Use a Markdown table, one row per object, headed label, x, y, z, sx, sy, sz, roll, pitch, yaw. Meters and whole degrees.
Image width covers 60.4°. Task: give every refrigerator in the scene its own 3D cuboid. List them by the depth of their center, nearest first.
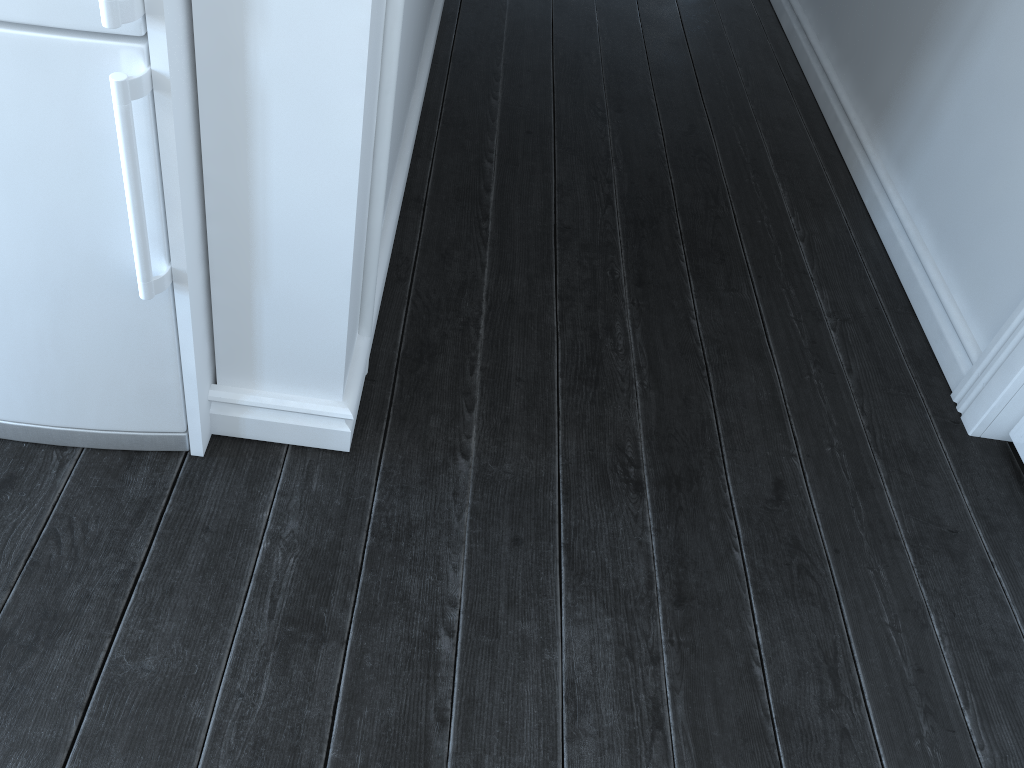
| label | x | y | z | sx | sy | sz | roll | pitch | yaw |
| --- | --- | --- | --- | --- | --- | --- | --- | --- | --- |
| refrigerator | -0.701 | -0.730 | 1.206 | 0.575 | 1.699 | 0.723 | 9 | 44 | -6 |

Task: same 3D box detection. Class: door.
| label | x | y | z | sx | sy | sz | roll | pitch | yaw |
| --- | --- | --- | --- | --- | --- | --- | --- | --- | --- |
| door | 1.287 | -0.403 | 0.886 | 0.116 | 2.335 | 1.105 | 9 | 44 | -6 |

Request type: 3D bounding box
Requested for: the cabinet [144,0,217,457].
| label | x | y | z | sx | sy | sz | roll | pitch | yaw |
| --- | --- | --- | --- | --- | --- | --- | --- | --- | --- |
| cabinet | -2.160 | -1.251 | 1.001 | 3.785 | 2.238 | 0.827 | 11 | 43 | -3 |
